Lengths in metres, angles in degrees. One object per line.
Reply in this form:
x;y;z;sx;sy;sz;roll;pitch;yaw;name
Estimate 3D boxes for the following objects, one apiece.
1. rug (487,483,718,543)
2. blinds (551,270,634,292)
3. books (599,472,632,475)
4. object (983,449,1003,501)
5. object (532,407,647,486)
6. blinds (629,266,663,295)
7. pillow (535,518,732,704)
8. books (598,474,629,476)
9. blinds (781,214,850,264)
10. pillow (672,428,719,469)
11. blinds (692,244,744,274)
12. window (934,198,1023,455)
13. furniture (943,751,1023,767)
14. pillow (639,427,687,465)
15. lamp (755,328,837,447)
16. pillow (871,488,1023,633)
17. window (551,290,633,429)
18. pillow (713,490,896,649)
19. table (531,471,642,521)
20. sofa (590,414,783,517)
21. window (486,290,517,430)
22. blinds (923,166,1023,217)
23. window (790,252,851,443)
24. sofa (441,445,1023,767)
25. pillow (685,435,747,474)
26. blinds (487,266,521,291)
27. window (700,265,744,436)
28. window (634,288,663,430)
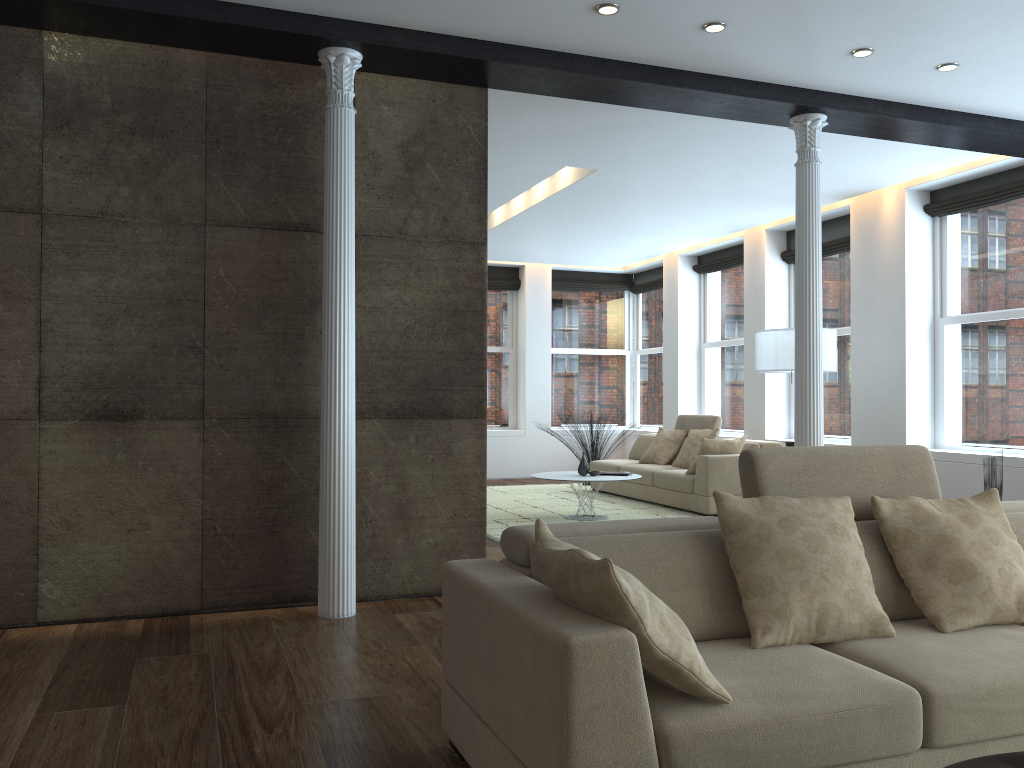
0.638;1.263;9.170;2.972;0.020;4.231;1;-1;-20;rug
1.155;-1.513;13.088;1.442;0.312;0.155;1;-1;-20;blinds
0.952;0.832;8.282;0.300;0.010;0.220;0;-1;-5;books
3.308;0.837;6.093;0.458;0.781;0.458;1;-1;-21;object
1.012;0.785;11.224;1.119;1.014;1.125;1;-1;-34;object
2.058;-1.509;12.686;0.156;0.327;1.377;1;-1;-20;blinds
0.274;0.568;2.270;0.395;0.393;0.518;0;-1;-17;pillow
0.946;0.841;8.257;0.300;0.010;0.220;0;-1;15;books
3.300;-1.532;9.298;0.156;0.393;1.342;1;-1;-20;blinds
1.934;0.676;9.363;0.301;0.439;0.534;1;-1;-24;pillow
2.683;-1.564;10.981;0.156;0.275;1.442;1;-1;-20;blinds
4.067;-0.549;7.359;0.123;2.400;1.391;1;-1;-20;window
1.185;0.942;1.412;1.057;0.355;1.057;1;-1;-18;furniture
1.707;0.696;9.945;0.368;0.416;0.519;1;-1;-25;pillow
2.533;0.389;7.919;0.698;1.728;0.698;0;-1;4;lamp
1.497;0.573;2.958;0.519;0.416;0.368;0;-1;-16;pillow
1.136;-0.456;13.156;1.474;2.400;0.123;1;-1;-20;window
0.906;0.557;2.755;0.534;0.439;0.301;0;-1;-17;pillow
0.682;1.040;8.172;1.022;0.393;1.022;0;-1;24;table
1.835;0.809;9.595;1.018;0.950;2.581;1;-1;-20;sofa
-0.600;-0.472;12.528;1.420;2.400;0.123;1;-1;-20;window
4.011;-1.623;7.357;0.156;0.275;1.396;1;-1;-20;blinds
3.355;-0.517;9.301;0.123;2.400;1.345;1;-1;-20;window
1.149;0.688;2.827;2.581;0.950;1.021;1;-1;-20;sofa
1.972;0.684;8.567;0.518;0.393;0.395;1;-1;-24;pillow
-0.565;-1.503;12.458;1.422;0.363;0.156;1;-1;-20;blinds
2.738;-0.489;10.986;0.123;2.400;1.444;1;-1;-20;window
5.780;0.295;20.578;34.761;17.917;13.698;1;-1;-20;window
